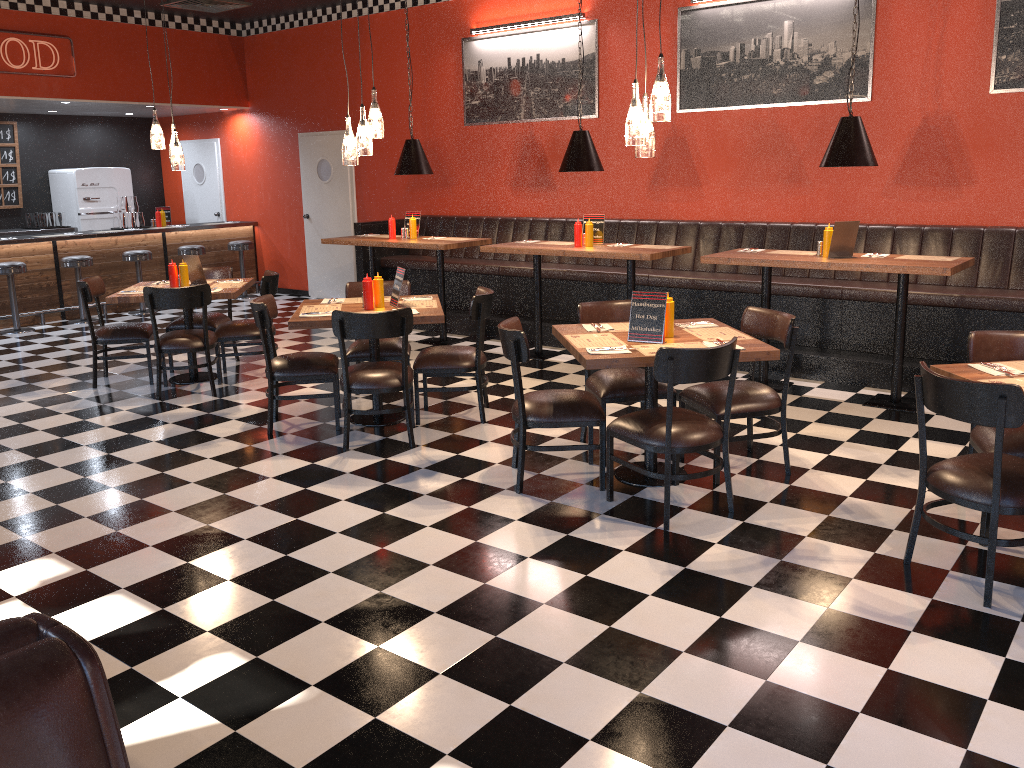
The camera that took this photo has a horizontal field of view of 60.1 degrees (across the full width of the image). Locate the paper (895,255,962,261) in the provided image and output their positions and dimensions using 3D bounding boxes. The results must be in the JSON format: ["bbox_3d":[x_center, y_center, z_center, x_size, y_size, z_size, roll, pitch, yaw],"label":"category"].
[{"bbox_3d":[2.846,-0.863,6.065,0.366,0.001,0.262,10,18,39],"label":"paper"}]

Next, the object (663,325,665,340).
[{"bbox_3d":[0.761,-0.346,4.597,0.068,0.236,0.068,9,16,42],"label":"object"}]

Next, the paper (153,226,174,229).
[{"bbox_3d":[-4.568,-2.062,11.670,0.262,0.001,0.367,9,17,37],"label":"paper"}]

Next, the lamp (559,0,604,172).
[{"bbox_3d":[0.557,-2.771,7.212,0.382,2.026,0.385,-3,12,-10],"label":"lamp"}]

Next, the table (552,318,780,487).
[{"bbox_3d":[0.775,0.123,4.788,0.960,0.767,0.965,-3,13,-7],"label":"table"}]

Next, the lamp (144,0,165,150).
[{"bbox_3d":[-2.854,-2.833,6.901,0.108,1.948,0.109,5,13,29],"label":"lamp"}]

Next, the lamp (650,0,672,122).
[{"bbox_3d":[0.713,-2.254,4.197,0.108,1.948,0.109,-2,11,-5],"label":"lamp"}]

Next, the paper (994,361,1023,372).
[{"bbox_3d":[2.322,-0.073,3.827,0.365,0.001,0.263,-3,14,-7],"label":"paper"}]

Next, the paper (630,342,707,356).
[{"bbox_3d":[0.801,-0.175,4.389,0.365,0.001,0.263,-3,14,-8],"label":"paper"}]

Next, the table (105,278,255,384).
[{"bbox_3d":[-2.668,-0.420,7.334,0.957,0.767,0.969,-3,13,-7],"label":"table"}]

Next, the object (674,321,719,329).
[{"bbox_3d":[1.020,-0.337,4.994,0.255,0.019,0.159,-5,14,-13],"label":"object"}]

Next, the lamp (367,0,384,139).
[{"bbox_3d":[-0.906,-2.555,5.582,0.108,1.948,0.109,1,12,10],"label":"lamp"}]

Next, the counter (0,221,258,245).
[{"bbox_3d":[-6.031,-1.605,10.048,0.677,0.050,7.085,9,17,37],"label":"counter"}]

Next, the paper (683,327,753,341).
[{"bbox_3d":[1.097,-0.268,4.740,0.261,0.001,0.369,-3,14,-8],"label":"paper"}]

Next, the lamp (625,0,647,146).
[{"bbox_3d":[0.601,-2.157,4.281,0.108,1.948,0.109,3,12,20],"label":"lamp"}]

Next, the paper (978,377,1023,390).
[{"bbox_3d":[2.061,0.020,3.472,0.261,0.001,0.369,-3,14,-8],"label":"paper"}]

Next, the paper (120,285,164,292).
[{"bbox_3d":[-3.006,-0.774,7.201,0.261,0.001,0.369,-3,14,-7],"label":"paper"}]

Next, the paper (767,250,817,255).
[{"bbox_3d":[2.118,-0.982,6.619,0.366,0.001,0.262,10,18,39],"label":"paper"}]

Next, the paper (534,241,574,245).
[{"bbox_3d":[0.417,-1.257,7.904,0.366,0.001,0.262,10,18,39],"label":"paper"}]

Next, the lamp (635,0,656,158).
[{"bbox_3d":[0.667,-2.127,4.395,0.109,1.948,0.109,-11,15,-39],"label":"lamp"}]

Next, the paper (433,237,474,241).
[{"bbox_3d":[-0.548,-1.410,8.624,0.366,0.001,0.262,10,18,39],"label":"paper"}]

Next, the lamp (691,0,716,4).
[{"bbox_3d":[2.209,-3.392,7.607,1.448,0.055,0.082,9,17,37],"label":"lamp"}]

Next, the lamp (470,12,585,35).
[{"bbox_3d":[0.140,-3.731,9.191,1.448,0.055,0.082,9,17,37],"label":"lamp"}]

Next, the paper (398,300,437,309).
[{"bbox_3d":[-0.642,-0.542,6.024,0.261,0.001,0.369,-3,14,-6],"label":"paper"}]

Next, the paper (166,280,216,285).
[{"bbox_3d":[-2.728,-0.870,7.563,0.365,0.001,0.263,-2,14,-4],"label":"paper"}]

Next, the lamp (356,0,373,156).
[{"bbox_3d":[-0.966,-2.417,5.492,0.108,1.948,0.109,-3,12,-10],"label":"lamp"}]

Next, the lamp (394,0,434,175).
[{"bbox_3d":[-0.974,-3.022,8.384,0.382,2.026,0.385,-3,12,-10],"label":"lamp"}]

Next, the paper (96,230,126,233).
[{"bbox_3d":[-5.033,-1.911,11.097,0.262,0.001,0.367,10,18,38],"label":"paper"}]

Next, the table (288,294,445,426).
[{"bbox_3d":[-0.952,-0.143,6.038,0.960,0.767,0.965,-3,13,-7],"label":"table"}]

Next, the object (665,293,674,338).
[{"bbox_3d":[0.820,-0.365,4.668,0.068,0.236,0.068,9,16,42],"label":"object"}]

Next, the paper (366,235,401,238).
[{"bbox_3d":[-1.301,-1.536,9.211,0.366,0.001,0.262,10,18,39],"label":"paper"}]

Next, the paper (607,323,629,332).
[{"bbox_3d":[0.706,-0.325,5.012,0.365,0.001,0.263,-3,14,-5],"label":"paper"}]

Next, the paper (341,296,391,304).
[{"bbox_3d":[-1.020,-0.598,6.289,0.365,0.001,0.263,-3,14,-8],"label":"paper"}]

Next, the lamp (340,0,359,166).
[{"bbox_3d":[-1.070,-2.373,5.567,0.109,1.948,0.109,-11,15,-39],"label":"lamp"}]

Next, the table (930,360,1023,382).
[{"bbox_3d":[2.393,0.380,3.583,0.960,0.767,0.965,-3,13,-7],"label":"table"}]

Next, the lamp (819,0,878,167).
[{"bbox_3d":[2.287,-2.487,5.887,0.382,2.026,0.385,-3,12,-10],"label":"lamp"}]

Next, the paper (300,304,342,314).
[{"bbox_3d":[-1.276,-0.504,5.929,0.261,0.001,0.368,-3,14,-9],"label":"paper"}]

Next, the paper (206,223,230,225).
[{"bbox_3d":[-4.077,-2.225,12.289,0.367,0.001,0.262,-13,18,-40],"label":"paper"}]

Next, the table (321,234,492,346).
[{"bbox_3d":[-1.063,-0.961,8.924,1.697,0.991,0.700,9,16,37],"label":"table"}]

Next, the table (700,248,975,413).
[{"bbox_3d":[2.278,-0.413,6.366,1.697,0.991,0.700,9,16,37],"label":"table"}]

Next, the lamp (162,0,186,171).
[{"bbox_3d":[-2.684,-2.657,6.880,0.108,1.948,0.109,-2,11,-5],"label":"lamp"}]

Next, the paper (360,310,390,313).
[{"bbox_3d":[-0.914,-0.441,5.640,0.365,0.001,0.263,-3,14,-8],"label":"paper"}]

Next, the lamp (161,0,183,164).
[{"bbox_3d":[-2.734,-2.740,6.979,0.108,1.948,0.109,4,13,25],"label":"lamp"}]

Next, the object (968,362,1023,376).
[{"bbox_3d":[2.082,-0.063,3.773,0.157,0.019,0.257,-2,14,-3],"label":"object"}]

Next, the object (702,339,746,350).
[{"bbox_3d":[1.049,-0.198,4.425,0.157,0.019,0.257,-3,14,-7],"label":"object"}]

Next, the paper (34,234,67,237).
[{"bbox_3d":[-5.454,-1.757,10.509,0.261,0.001,0.368,8,16,33],"label":"paper"}]

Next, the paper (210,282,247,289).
[{"bbox_3d":[-2.342,-0.810,7.284,0.261,0.001,0.369,-3,14,-7],"label":"paper"}]

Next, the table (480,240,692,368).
[{"bbox_3d":[0.612,-0.687,7.642,1.697,0.991,0.700,9,16,37],"label":"table"}]

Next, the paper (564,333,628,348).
[{"bbox_3d":[0.435,-0.229,4.644,0.261,0.001,0.369,-3,14,-8],"label":"paper"}]

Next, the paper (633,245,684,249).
[{"bbox_3d":[1.195,-1.136,7.338,0.366,0.001,0.262,10,18,39],"label":"paper"}]
